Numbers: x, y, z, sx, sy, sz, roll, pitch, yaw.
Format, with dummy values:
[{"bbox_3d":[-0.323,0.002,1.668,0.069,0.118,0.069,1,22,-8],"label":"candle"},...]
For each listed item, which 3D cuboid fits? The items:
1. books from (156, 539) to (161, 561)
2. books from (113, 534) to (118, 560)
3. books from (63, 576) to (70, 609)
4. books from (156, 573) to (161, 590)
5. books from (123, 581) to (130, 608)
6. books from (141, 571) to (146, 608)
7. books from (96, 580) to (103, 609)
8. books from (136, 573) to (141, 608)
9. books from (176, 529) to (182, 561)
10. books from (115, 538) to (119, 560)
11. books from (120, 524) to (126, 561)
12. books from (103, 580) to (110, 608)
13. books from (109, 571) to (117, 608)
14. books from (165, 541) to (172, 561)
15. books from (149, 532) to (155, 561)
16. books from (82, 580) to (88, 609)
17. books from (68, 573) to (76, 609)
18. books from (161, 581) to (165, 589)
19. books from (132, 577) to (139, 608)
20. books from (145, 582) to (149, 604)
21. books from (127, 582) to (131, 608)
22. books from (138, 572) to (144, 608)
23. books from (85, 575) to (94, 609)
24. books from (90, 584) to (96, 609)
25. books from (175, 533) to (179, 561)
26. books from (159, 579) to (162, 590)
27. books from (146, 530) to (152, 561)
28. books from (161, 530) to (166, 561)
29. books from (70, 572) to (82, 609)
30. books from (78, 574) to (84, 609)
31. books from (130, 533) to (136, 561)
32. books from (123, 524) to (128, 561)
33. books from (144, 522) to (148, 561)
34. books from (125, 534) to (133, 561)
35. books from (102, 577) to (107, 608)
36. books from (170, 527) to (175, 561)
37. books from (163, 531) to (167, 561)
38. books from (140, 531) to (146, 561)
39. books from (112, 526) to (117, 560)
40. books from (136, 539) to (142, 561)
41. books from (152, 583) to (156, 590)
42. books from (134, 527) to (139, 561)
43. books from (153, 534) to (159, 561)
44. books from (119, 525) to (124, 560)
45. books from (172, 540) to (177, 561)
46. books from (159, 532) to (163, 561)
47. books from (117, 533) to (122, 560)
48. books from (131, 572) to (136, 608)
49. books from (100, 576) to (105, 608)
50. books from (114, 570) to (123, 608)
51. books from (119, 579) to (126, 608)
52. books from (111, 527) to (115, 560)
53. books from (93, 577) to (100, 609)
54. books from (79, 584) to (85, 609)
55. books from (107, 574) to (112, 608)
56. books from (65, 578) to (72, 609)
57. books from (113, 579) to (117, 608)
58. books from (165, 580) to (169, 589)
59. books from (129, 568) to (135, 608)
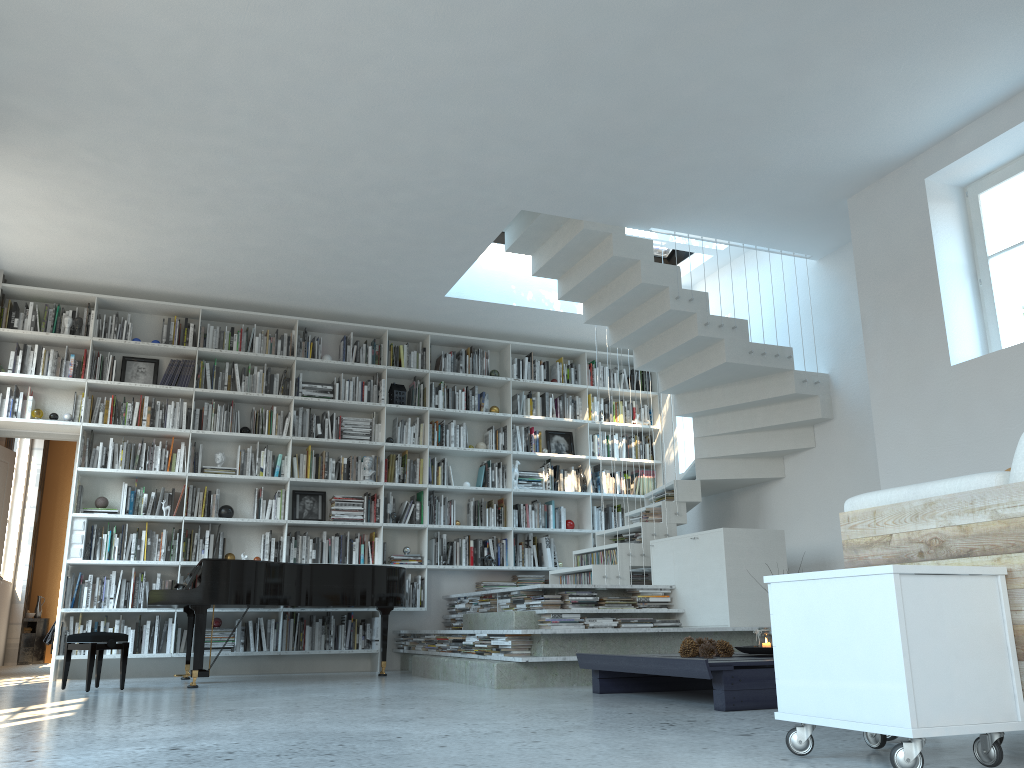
[{"bbox_3d":[-2.953,1.397,7.406,0.023,0.193,0.140,5,-16,-21],"label":"books"},{"bbox_3d":[-3.254,1.350,7.271,0.015,0.218,0.190,5,-16,-21],"label":"books"},{"bbox_3d":[-3.558,1.670,7.084,0.012,0.253,0.161,5,-16,-21],"label":"books"},{"bbox_3d":[-2.932,1.713,7.332,0.025,0.287,0.131,5,-16,-21],"label":"books"},{"bbox_3d":[-3.145,1.722,7.238,0.028,0.224,0.134,5,-16,-21],"label":"books"},{"bbox_3d":[-3.027,1.694,7.284,0.013,0.300,0.173,5,-16,-21],"label":"books"},{"bbox_3d":[-3.322,1.700,7.146,0.028,0.222,0.189,5,-16,-21],"label":"books"},{"bbox_3d":[-3.066,1.704,7.285,0.013,0.283,0.139,5,-16,-21],"label":"books"},{"bbox_3d":[-2.810,1.370,7.479,0.024,0.279,0.136,5,-16,-21],"label":"books"},{"bbox_3d":[-3.237,1.365,7.269,0.016,0.188,0.184,5,-16,-21],"label":"books"},{"bbox_3d":[-3.198,1.315,7.299,0.019,0.299,0.180,5,-16,-21],"label":"books"},{"bbox_3d":[-3.279,1.704,7.175,0.028,0.228,0.158,5,-16,-21],"label":"books"},{"bbox_3d":[-3.246,1.677,7.209,0.027,0.298,0.142,5,-16,-21],"label":"books"},{"bbox_3d":[-2.881,1.409,7.430,0.041,0.181,0.142,5,-16,-21],"label":"books"},{"bbox_3d":[-2.994,1.361,7.379,0.028,0.248,0.159,5,-16,-21],"label":"books"},{"bbox_3d":[-3.416,1.693,7.111,0.022,0.220,0.188,5,-16,-21],"label":"books"},{"bbox_3d":[-3.510,1.655,7.074,0.011,0.276,0.189,5,-16,-21],"label":"books"},{"bbox_3d":[-2.899,1.748,7.345,0.030,0.226,0.140,5,-16,-21],"label":"books"},{"bbox_3d":[-3.084,1.715,7.271,0.029,0.254,0.153,5,-16,-21],"label":"books"},{"bbox_3d":[-2.994,1.739,7.288,0.059,0.215,0.178,5,-16,-21],"label":"books"},{"bbox_3d":[-3.125,1.732,7.243,0.013,0.208,0.155,5,-16,-21],"label":"books"},{"bbox_3d":[-3.045,1.699,7.281,0.022,0.290,0.138,5,-16,-21],"label":"books"},{"bbox_3d":[-3.395,1.675,7.132,0.029,0.265,0.172,5,-16,-21],"label":"books"},{"bbox_3d":[-3.377,1.714,7.152,0.025,0.199,0.137,5,-16,-21],"label":"books"},{"bbox_3d":[-2.818,1.383,7.448,0.010,0.239,0.175,5,-16,-21],"label":"books"},{"bbox_3d":[-2.905,1.731,7.308,0.011,0.239,0.175,5,-16,-21],"label":"books"},{"bbox_3d":[-3.018,1.352,7.367,0.028,0.260,0.181,5,-16,-21],"label":"books"},{"bbox_3d":[-2.915,1.360,7.408,0.021,0.264,0.186,5,-16,-21],"label":"books"},{"bbox_3d":[-3.484,1.656,7.094,0.052,0.283,0.172,5,-16,-21],"label":"books"},{"bbox_3d":[-3.462,1.669,7.122,0.010,0.273,0.150,5,-16,-21],"label":"books"},{"bbox_3d":[-3.129,1.359,7.330,0.027,0.229,0.159,5,-16,-21],"label":"books"},{"bbox_3d":[-3.188,1.316,7.316,0.012,0.305,0.190,5,-16,-21],"label":"books"},{"bbox_3d":[-3.044,1.322,7.373,0.021,0.322,0.172,5,-16,-21],"label":"books"},{"bbox_3d":[-3.168,1.360,7.333,0.045,0.229,0.138,5,-16,-21],"label":"books"},{"bbox_3d":[-3.292,1.688,7.159,0.010,0.252,0.178,5,-16,-21],"label":"books"},{"bbox_3d":[-2.848,1.356,7.435,0.014,0.285,0.180,5,-16,-21],"label":"books"},{"bbox_3d":[-2.906,1.368,7.430,0.013,0.259,0.143,5,-16,-21],"label":"books"},{"bbox_3d":[-3.064,1.354,7.359,0.026,0.253,0.177,5,-16,-21],"label":"books"},{"bbox_3d":[-3.262,1.315,7.270,0.007,0.285,0.182,5,-16,-21],"label":"books"},{"bbox_3d":[-3.086,1.384,7.330,0.029,0.181,0.190,5,-16,-21],"label":"books"},{"bbox_3d":[-2.960,1.754,7.319,0.030,0.202,0.142,5,-16,-21],"label":"books"},{"bbox_3d":[-3.109,1.336,7.343,0.014,0.281,0.150,5,-16,-21],"label":"books"},{"bbox_3d":[-2.975,1.377,7.400,0.025,0.228,0.153,5,-16,-21],"label":"books"},{"bbox_3d":[-3.225,1.323,7.326,0.009,0.298,0.141,5,-16,-21],"label":"books"},{"bbox_3d":[-2.843,1.413,7.459,0.023,0.186,0.130,5,-16,-21],"label":"books"},{"bbox_3d":[-2.936,1.372,7.415,0.010,0.245,0.160,5,-16,-21],"label":"books"},{"bbox_3d":[-3.235,1.355,7.311,0.016,0.230,0.136,5,-16,-21],"label":"books"},{"bbox_3d":[-3.097,1.689,7.253,0.012,0.294,0.177,5,-16,-21],"label":"books"},{"bbox_3d":[-3.304,1.686,7.160,0.013,0.256,0.190,5,-16,-21],"label":"books"},{"bbox_3d":[-3.198,1.673,7.210,0.039,0.306,0.172,5,-16,-21],"label":"books"},{"bbox_3d":[-3.173,1.714,7.233,0.031,0.238,0.132,5,-16,-21],"label":"books"},{"bbox_3d":[-3.278,1.324,7.287,0.009,0.277,0.158,5,-16,-21],"label":"books"},{"bbox_3d":[-3.357,1.694,7.171,0.022,0.247,0.134,5,-16,-21],"label":"books"},{"bbox_3d":[-3.446,1.707,7.120,0.024,0.197,0.148,5,-16,-21],"label":"books"},{"bbox_3d":[-3.267,1.689,7.205,0.013,0.273,0.146,5,-16,-21],"label":"books"},{"bbox_3d":[-3.534,1.675,7.077,0.029,0.238,0.154,5,-16,-21],"label":"books"},{"bbox_3d":[-3.229,1.711,7.210,0.012,0.232,0.149,5,-16,-21],"label":"books"},{"bbox_3d":[-2.858,1.739,7.317,0.023,0.227,0.190,5,-16,-21],"label":"books"},{"bbox_3d":[-3.106,1.672,7.244,0.014,0.324,0.171,5,-16,-21],"label":"books"}]
